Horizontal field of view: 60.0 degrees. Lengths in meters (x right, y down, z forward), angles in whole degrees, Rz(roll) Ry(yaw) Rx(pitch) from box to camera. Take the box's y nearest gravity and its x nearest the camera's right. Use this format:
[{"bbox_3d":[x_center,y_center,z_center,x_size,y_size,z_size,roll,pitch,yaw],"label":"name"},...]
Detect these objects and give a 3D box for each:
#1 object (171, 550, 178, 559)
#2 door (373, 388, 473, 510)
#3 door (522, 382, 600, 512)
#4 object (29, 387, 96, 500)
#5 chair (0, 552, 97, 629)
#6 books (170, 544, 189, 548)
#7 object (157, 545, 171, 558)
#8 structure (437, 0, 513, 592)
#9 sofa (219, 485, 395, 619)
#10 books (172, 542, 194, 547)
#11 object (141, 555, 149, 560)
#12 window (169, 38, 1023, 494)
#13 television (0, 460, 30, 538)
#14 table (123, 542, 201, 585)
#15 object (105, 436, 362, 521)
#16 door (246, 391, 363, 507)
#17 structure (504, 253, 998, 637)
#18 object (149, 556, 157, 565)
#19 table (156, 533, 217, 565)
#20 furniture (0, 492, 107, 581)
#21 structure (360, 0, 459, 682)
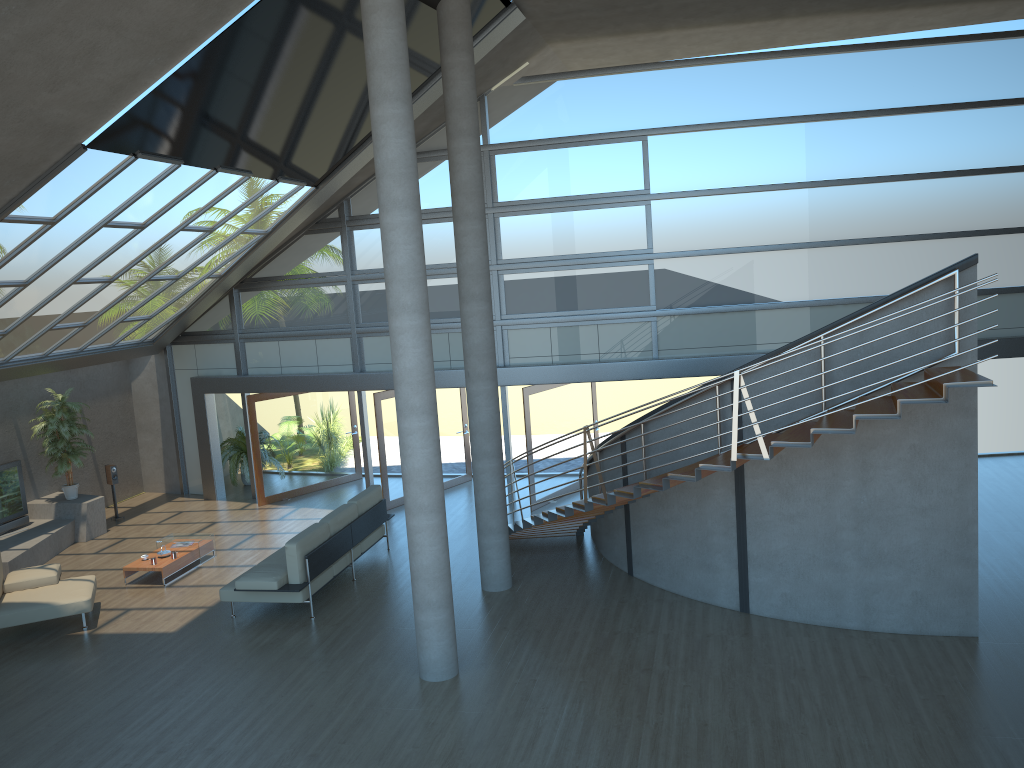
[{"bbox_3d":[-4.577,2.312,12.013,0.070,0.101,0.085,2,10,41],"label":"object"},{"bbox_3d":[-1.499,0.963,15.443,0.200,1.977,2.298,1,9,37],"label":"door"},{"bbox_3d":[0.875,0.874,14.823,0.200,1.977,2.298,1,9,34],"label":"door"},{"bbox_3d":[-7.262,0.956,14.371,0.932,1.857,0.895,-8,8,-28],"label":"object"},{"bbox_3d":[-5.657,2.370,10.545,1.244,1.023,1.217,-7,8,-21],"label":"chair"},{"bbox_3d":[-4.711,2.294,12.609,0.275,0.005,0.189,-5,7,-6],"label":"books"},{"bbox_3d":[-4.762,2.282,12.118,0.178,0.161,0.178,-9,9,-35],"label":"object"},{"bbox_3d":[-0.433,-1.066,10.343,0.381,7.125,0.382,-9,9,-33],"label":"structure"},{"bbox_3d":[-2.585,2.086,11.463,1.166,0.947,3.079,-2,7,13],"label":"sofa"},{"bbox_3d":[-4.683,2.282,12.654,0.275,0.005,0.189,-4,7,-3],"label":"books"},{"bbox_3d":[-4.984,2.345,12.037,0.102,0.086,0.100,-2,8,17],"label":"object"},{"bbox_3d":[1.528,-1.462,14.379,16.616,6.630,1.098,-3,7,12],"label":"window"},{"bbox_3d":[-7.838,1.815,13.146,0.396,1.063,1.568,-2,7,13],"label":"television"},{"bbox_3d":[-4.738,2.464,12.302,0.600,0.250,1.200,-2,7,13],"label":"table"},{"bbox_3d":[-9.033,2.285,13.378,7.863,0.982,21.345,-2,8,17],"label":"object"},{"bbox_3d":[-3.751,1.015,16.283,0.200,1.977,2.298,2,10,42],"label":"door"},{"bbox_3d":[1.742,0.624,9.704,2.349,3.653,6.809,-10,9,-38],"label":"structure"},{"bbox_3d":[-4.778,2.353,11.808,0.085,0.101,0.070,-3,7,12],"label":"object"},{"bbox_3d":[-4.653,2.355,12.681,0.680,0.342,0.400,-2,7,13],"label":"table"},{"bbox_3d":[-7.293,2.309,13.569,1.577,0.610,2.936,-2,7,13],"label":"furniture"},{"bbox_3d":[-0.952,-0.744,8.099,0.381,7.125,0.382,-2,7,13],"label":"structure"}]
